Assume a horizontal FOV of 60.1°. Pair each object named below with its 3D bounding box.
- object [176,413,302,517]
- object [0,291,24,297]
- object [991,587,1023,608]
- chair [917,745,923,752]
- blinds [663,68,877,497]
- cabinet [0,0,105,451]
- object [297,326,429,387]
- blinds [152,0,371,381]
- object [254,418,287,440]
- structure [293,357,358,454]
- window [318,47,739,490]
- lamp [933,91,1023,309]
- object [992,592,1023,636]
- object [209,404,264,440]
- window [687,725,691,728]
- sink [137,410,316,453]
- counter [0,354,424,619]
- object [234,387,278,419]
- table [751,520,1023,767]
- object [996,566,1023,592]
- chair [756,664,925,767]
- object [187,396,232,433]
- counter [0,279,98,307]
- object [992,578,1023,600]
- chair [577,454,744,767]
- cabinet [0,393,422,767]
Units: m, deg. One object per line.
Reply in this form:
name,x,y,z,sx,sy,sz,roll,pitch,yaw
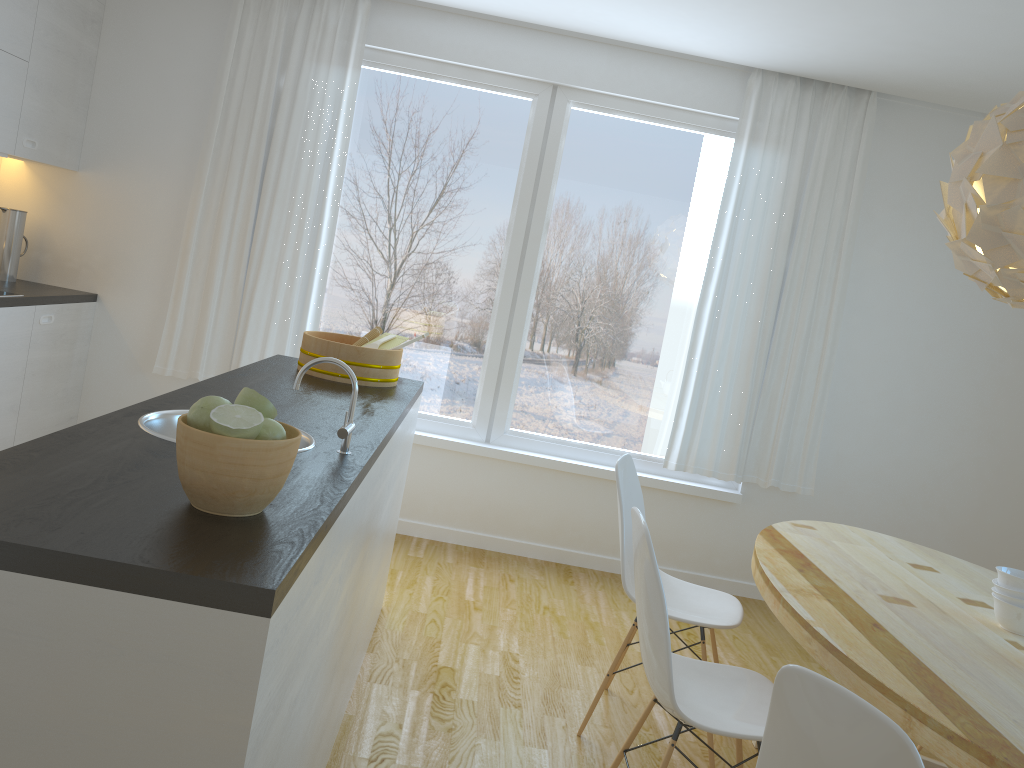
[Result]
object,-0.476,0.140,1.515,0.204,0.141,0.207,6,7,-40
object,-2.423,-0.399,3.569,0.561,0.013,0.657,11,7,-2
object,1.413,0.623,2.465,0.152,0.092,0.151,15,7,37
chair,1.871,0.979,3.143,0.521,0.898,0.433,9,4,-27
blinds,1.376,-0.538,4.531,0.794,2.152,0.150,11,3,-1
cabinet,-2.293,-0.610,2.952,0.481,2.291,3.218,11,5,-2
object,-0.589,-0.133,3.358,0.380,0.213,0.429,14,7,26
blinds,-1.241,-1.031,4.463,0.794,2.152,0.150,11,3,-2
object,-0.433,0.098,1.525,0.081,0.085,0.098,7,6,-37
structure,-0.437,0.048,2.045,0.162,0.214,0.097,11,4,-1
window,0.047,-0.626,4.701,2.725,1.911,0.088,11,3,-1
lamp,1.521,-0.711,2.307,0.646,1.131,0.642,11,4,-3
object,1.411,0.647,2.464,0.153,0.082,0.151,15,7,37
object,-0.454,0.073,1.451,0.086,0.065,0.084,12,5,10
window,1.880,0.117,1.832,2.548,2.046,1.889,11,5,-2
sink,-0.675,0.183,2.077,0.407,0.156,0.403,16,8,40
counter,-0.637,0.099,2.389,0.600,0.040,2.413,11,7,-2
object,-0.457,0.043,1.578,0.078,0.071,0.074,13,5,23
table,1.246,1.036,2.392,1.192,0.722,2.202,10,6,-3
object,1.423,0.572,2.464,0.153,0.087,0.151,14,6,26
chair,0.643,0.934,1.521,0.521,0.898,0.433,8,4,-32
object,-0.510,0.069,1.521,0.087,0.098,0.102,12,5,19
counter,-2.423,-0.380,3.566,0.600,0.040,2.011,11,7,-2
object,1.415,0.599,2.464,0.151,0.095,0.152,12,6,15
chair,0.541,0.740,3.008,0.525,0.898,0.430,12,4,18
cabinet,-0.726,0.563,2.414,0.600,0.906,2.413,11,6,-2
